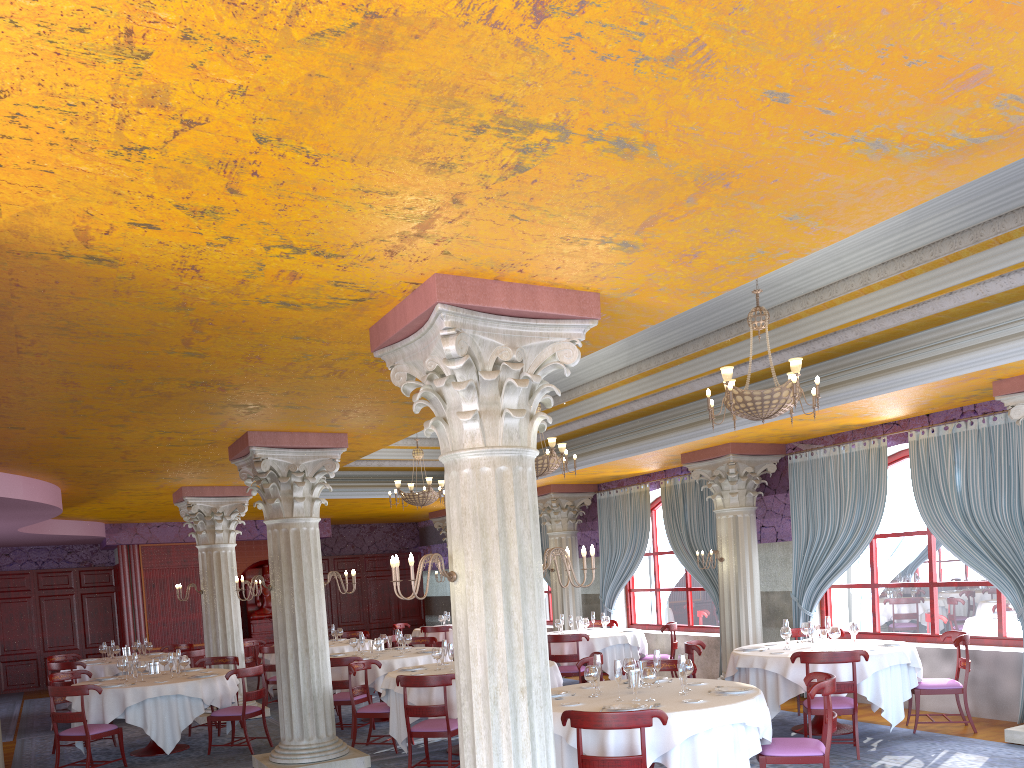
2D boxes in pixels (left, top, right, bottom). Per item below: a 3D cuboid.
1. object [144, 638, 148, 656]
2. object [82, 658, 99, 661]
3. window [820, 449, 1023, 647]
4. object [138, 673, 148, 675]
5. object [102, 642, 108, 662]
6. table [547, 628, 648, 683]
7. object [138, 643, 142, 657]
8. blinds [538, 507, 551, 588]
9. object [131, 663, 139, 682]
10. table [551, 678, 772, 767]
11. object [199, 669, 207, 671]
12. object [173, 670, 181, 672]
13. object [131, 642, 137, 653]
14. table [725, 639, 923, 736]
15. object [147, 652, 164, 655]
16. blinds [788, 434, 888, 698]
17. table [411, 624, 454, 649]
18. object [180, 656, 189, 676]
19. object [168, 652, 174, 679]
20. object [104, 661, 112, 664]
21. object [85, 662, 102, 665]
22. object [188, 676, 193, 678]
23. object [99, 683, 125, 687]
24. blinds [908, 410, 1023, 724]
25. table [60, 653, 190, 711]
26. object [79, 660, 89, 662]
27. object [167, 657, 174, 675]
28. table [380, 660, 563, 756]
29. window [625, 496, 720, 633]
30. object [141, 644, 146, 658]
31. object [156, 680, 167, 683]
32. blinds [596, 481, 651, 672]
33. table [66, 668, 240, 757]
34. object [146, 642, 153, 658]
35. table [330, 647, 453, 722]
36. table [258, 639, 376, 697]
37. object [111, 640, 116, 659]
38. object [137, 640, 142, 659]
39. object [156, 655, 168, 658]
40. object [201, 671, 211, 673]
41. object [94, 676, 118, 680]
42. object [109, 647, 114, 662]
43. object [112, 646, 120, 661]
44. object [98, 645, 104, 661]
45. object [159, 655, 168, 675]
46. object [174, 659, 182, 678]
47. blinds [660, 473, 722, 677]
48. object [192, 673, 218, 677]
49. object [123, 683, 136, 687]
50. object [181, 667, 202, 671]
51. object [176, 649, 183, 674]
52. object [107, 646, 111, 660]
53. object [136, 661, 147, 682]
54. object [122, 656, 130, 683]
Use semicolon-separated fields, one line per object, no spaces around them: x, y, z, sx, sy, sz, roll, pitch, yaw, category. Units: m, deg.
-6.503;4.674;15.216;0.074;0.337;0.073;-3;2;7;object
-7.440;4.865;15.117;0.312;0.024;0.320;3;-14;-28;object
5.390;2.057;10.998;0.158;2.542;3.636;-5;-6;-30;window
-5.043;3.979;11.741;0.161;0.009;0.159;-14;-16;40;object
-6.926;4.559;14.575;0.074;0.337;0.073;-3;2;7;object
1.207;4.627;14.243;2.074;0.951;2.137;2;-11;-28;table
-6.626;4.737;15.247;0.086;0.238;0.085;-3;1;19;object
0.789;4.242;18.149;0.242;3.530;1.719;-5;1;-31;blinds
-4.754;3.642;10.806;0.086;0.238;0.085;-3;1;41;object
1.100;3.082;7.201;2.074;0.951;2.137;2;-11;-28;table
-4.281;3.948;11.823;0.028;0.013;0.236;-6;-13;15;object
-4.661;3.989;11.921;0.055;0.019;0.260;-7;-13;19;object
-6.733;4.741;15.296;0.122;0.265;0.123;-4;0;-15;object
3.582;3.520;9.889;2.074;0.951;2.137;2;-11;-28;table
-6.494;4.921;15.638;0.312;0.024;0.320;3;-14;-28;object
4.381;2.567;11.567;0.242;3.530;1.718;-5;0;-28;blinds
-1.086;5.696;18.443;2.074;0.951;2.137;2;-11;-28;table
-4.271;3.679;11.173;0.122;0.265;0.123;-4;0;-15;object
-4.351;3.597;10.940;0.074;0.337;0.073;-3;2;7;object
-6.706;4.606;14.142;0.055;0.019;0.260;-7;-13;19;object
-6.916;4.623;14.168;0.312;0.024;0.320;3;-14;-28;object
-4.126;3.751;10.970;0.030;0.011;0.141;-7;-13;17;object
-4.873;3.671;10.424;0.312;0.024;0.320;3;-14;-28;object
5.343;2.119;9.804;0.242;3.530;1.719;-5;1;-31;blinds
-6.676;5.270;14.929;2.074;0.951;2.137;2;-11;-28;table
-7.465;4.822;14.906;0.258;0.020;0.055;-8;-12;21;object
-4.583;3.785;11.504;0.086;0.238;0.085;-3;1;41;object
-0.437;3.799;10.020;2.074;0.951;2.137;2;-11;-28;table
3.108;3.121;15.179;0.158;2.542;3.636;-5;-6;-30;window
-6.362;4.625;14.811;0.086;0.238;0.085;-4;1;-4;object
-4.339;3.681;10.587;0.161;0.009;0.160;-11;-14;30;object
2.078;3.641;15.788;0.242;3.530;1.718;-5;0;-28;blinds
-4.634;4.318;11.186;2.074;0.951;2.137;2;-11;-28;table
-6.314;4.632;14.917;0.121;0.265;0.123;-4;0;-38;object
-1.904;4.482;12.706;2.074;0.951;2.137;2;-11;-28;table
-3.493;5.224;15.619;2.074;0.951;2.137;2;-11;-28;table
-7.035;4.683;15.108;0.074;0.337;0.073;-3;2;7;object
-6.394;4.550;14.683;0.074;0.337;0.073;-3;2;7;object
-5.970;4.679;14.689;0.312;0.024;0.320;3;-14;-28;object
-4.115;3.871;11.515;0.158;0.009;0.162;-2;-13;-9;object
-5.397;3.912;11.373;0.312;0.024;0.320;3;-14;-28;object
-6.797;4.594;14.549;0.086;0.238;0.085;-3;1;41;object
-6.692;4.563;14.499;0.122;0.265;0.123;-4;0;-15;object
-7.110;4.673;14.878;0.122;0.265;0.123;-4;0;-15;object
-4.690;3.789;11.553;0.122;0.265;0.123;-4;0;-15;object
-4.320;3.672;11.068;0.086;0.238;0.085;-4;1;-4;object
3.040;3.192;14.024;0.242;3.530;1.719;-5;1;-31;blinds
-3.927;3.726;10.946;0.312;0.024;0.320;3;-14;-28;object
-4.663;3.654;10.399;0.055;0.019;0.260;-7;-13;19;object
-4.451;3.968;11.895;0.312;0.024;0.320;3;-14;-28;object
-4.460;3.722;11.473;0.074;0.337;0.073;-3;2;7;object
-7.061;4.706;14.985;0.086;0.238;0.085;-3;1;41;object
-4.649;3.611;10.755;0.122;0.265;0.123;-4;0;-15;object
-4.883;3.607;10.832;0.074;0.337;0.073;-3;2;7;object
